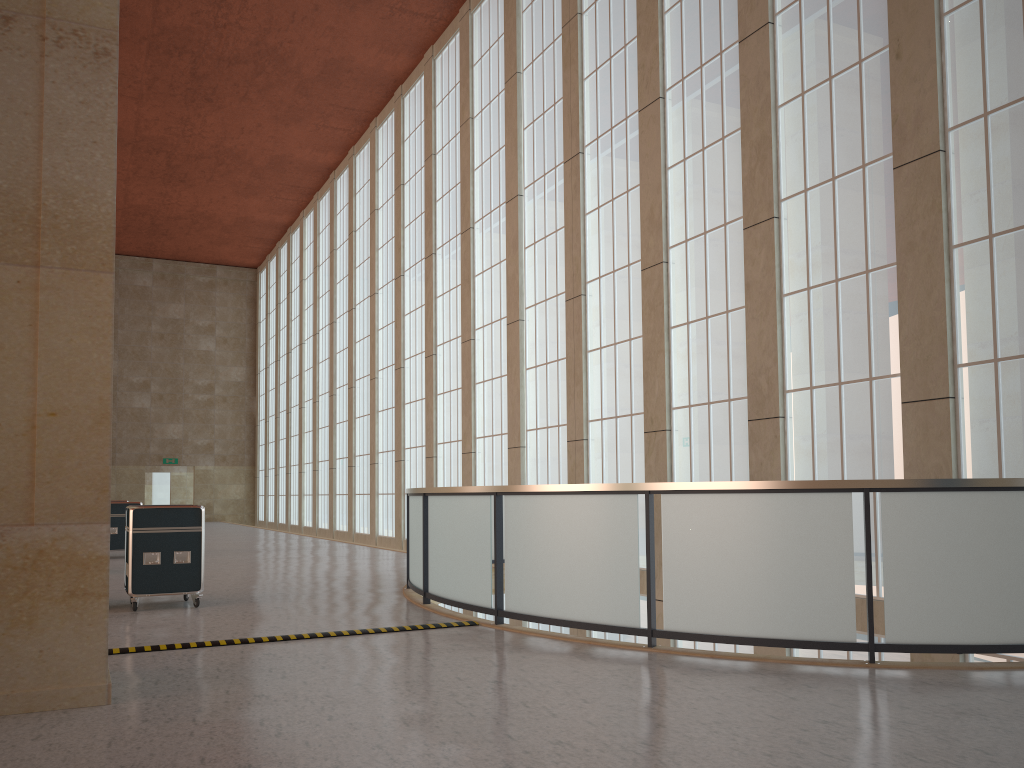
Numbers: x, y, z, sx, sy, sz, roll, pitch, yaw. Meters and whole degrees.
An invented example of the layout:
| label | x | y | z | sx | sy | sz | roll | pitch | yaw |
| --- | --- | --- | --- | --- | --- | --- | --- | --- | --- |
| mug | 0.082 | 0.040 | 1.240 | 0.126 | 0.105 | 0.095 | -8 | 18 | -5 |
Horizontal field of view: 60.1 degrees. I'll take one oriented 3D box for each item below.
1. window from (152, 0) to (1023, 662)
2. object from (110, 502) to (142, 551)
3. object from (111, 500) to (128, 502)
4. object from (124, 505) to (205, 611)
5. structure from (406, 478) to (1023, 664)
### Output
| label | x | y | z | sx | sy | sz | roll | pitch | yaw |
| --- | --- | --- | --- | --- | --- | --- | --- | --- | --- |
| window | -23.835 | 7.901 | 73.568 | 0.010 | 28.520 | 165.645 | 1 | -7 | -26 |
| object | -10.926 | 4.061 | 24.686 | 1.056 | 1.535 | 1.278 | 2 | -5 | -26 |
| object | -16.610 | 5.633 | 36.913 | 1.056 | 1.535 | 1.278 | 2 | -5 | -26 |
| object | -5.351 | 2.634 | 13.607 | 1.056 | 1.535 | 1.278 | 2 | -5 | -26 |
| structure | 1.585 | 2.403 | 13.069 | 5.253 | 1.787 | 13.127 | 4 | -9 | -36 |
